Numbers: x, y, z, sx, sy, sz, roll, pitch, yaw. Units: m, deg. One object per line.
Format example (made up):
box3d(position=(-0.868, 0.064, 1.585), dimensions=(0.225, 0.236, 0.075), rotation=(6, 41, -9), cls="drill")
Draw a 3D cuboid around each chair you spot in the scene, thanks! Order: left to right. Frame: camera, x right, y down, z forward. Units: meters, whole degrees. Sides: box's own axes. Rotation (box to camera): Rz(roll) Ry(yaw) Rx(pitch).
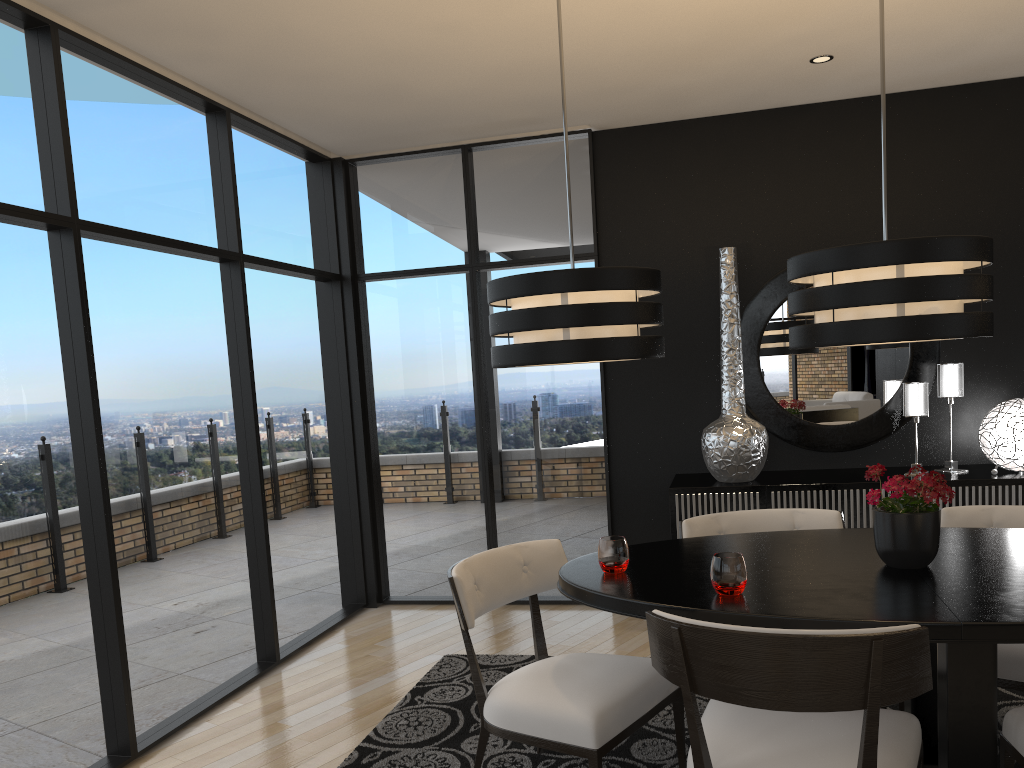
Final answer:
box3d(position=(0.157, 0.959, 2.866), dimensions=(0.616, 0.812, 0.638), rotation=(-1, 5, 34), cls="chair")
box3d(position=(0.978, 0.904, 3.254), dimensions=(0.642, 0.812, 0.611), rotation=(-4, 4, 0), cls="chair")
box3d(position=(0.710, 0.931, 2.238), dimensions=(0.643, 0.812, 0.611), rotation=(-2, 4, 24), cls="chair")
box3d(position=(1.743, 0.859, 3.025), dimensions=(0.642, 0.812, 0.612), rotation=(0, 5, 42), cls="chair")
box3d(position=(1.556, 0.881, 2.062), dimensions=(0.643, 0.812, 0.611), rotation=(-3, 4, 7), cls="chair")

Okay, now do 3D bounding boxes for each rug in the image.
box3d(position=(1.158, 1.299, 2.699), dimensions=(3.725, 0.011, 2.699), rotation=(-3, 1, 14), cls="rug")

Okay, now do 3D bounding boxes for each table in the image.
box3d(position=(1.192, 0.915, 2.630), dimensions=(2.108, 0.775, 1.200), rotation=(-3, 2, 16), cls="table")

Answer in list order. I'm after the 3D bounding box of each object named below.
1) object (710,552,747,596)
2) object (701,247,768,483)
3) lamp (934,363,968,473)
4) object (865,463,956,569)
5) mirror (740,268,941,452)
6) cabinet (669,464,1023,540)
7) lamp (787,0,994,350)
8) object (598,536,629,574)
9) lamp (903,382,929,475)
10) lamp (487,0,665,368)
box3d(position=(0.586, 0.514, 2.386), dimensions=(0.095, 0.107, 0.094), rotation=(-2, 4, 25), cls="object")
box3d(position=(1.148, -0.095, 4.611), dimensions=(0.344, 1.218, 0.340), rotation=(-1, 6, 23), cls="object")
box3d(position=(2.233, 0.171, 4.494), dimensions=(0.124, 0.554, 0.131), rotation=(-6, 6, -24), cls="lamp")
box3d(position=(1.149, 0.382, 2.560), dimensions=(0.238, 0.300, 0.227), rotation=(-2, 4, 16), cls="object")
box3d(position=(1.753, -0.162, 4.817), dimensions=(1.077, 1.087, 0.025), rotation=(-3, 6, 14), cls="mirror")
box3d(position=(1.984, 0.848, 4.588), dimensions=(2.239, 0.773, 0.605), rotation=(-3, 4, 14), cls="cabinet")
box3d(position=(1.036, -0.781, 2.462), dimensions=(0.536, 1.339, 0.530), rotation=(-2, 5, 13), cls="lamp")
box3d(position=(0.313, 0.527, 2.724), dimensions=(0.095, 0.107, 0.095), rotation=(-5, 4, -20), cls="object")
box3d(position=(2.052, 0.225, 4.484), dimensions=(0.125, 0.469, 0.131), rotation=(1, 7, 36), cls="lamp")
box3d(position=(0.165, -0.730, 2.681), dimensions=(0.536, 1.339, 0.530), rotation=(-2, 5, 13), cls="lamp")
